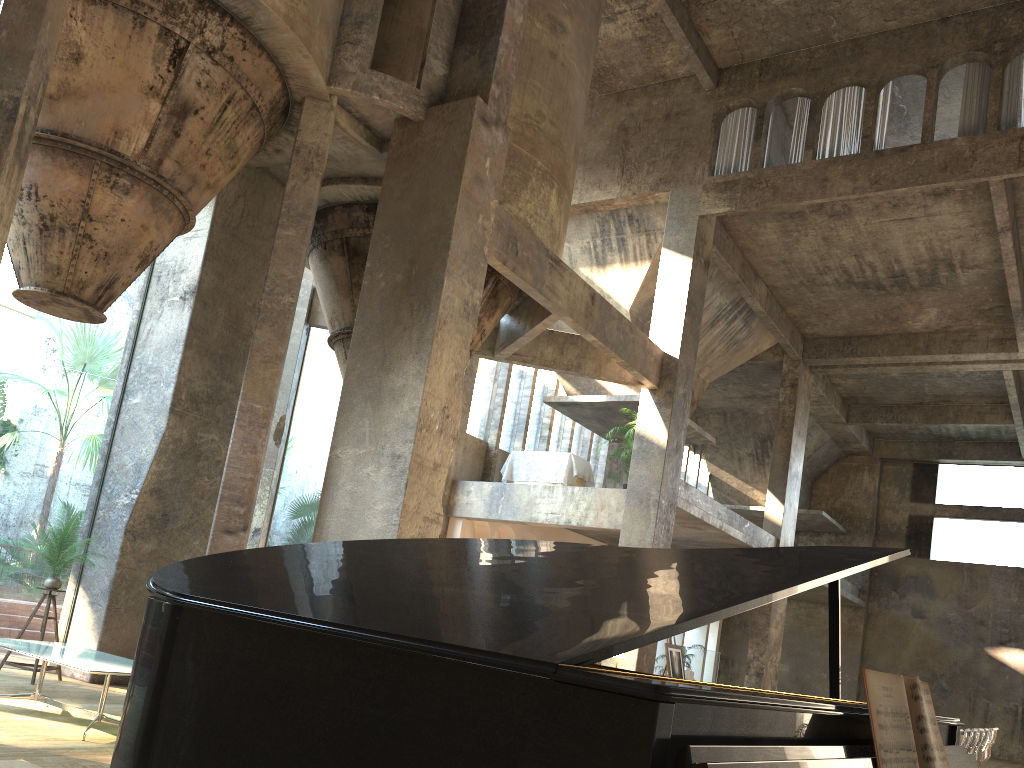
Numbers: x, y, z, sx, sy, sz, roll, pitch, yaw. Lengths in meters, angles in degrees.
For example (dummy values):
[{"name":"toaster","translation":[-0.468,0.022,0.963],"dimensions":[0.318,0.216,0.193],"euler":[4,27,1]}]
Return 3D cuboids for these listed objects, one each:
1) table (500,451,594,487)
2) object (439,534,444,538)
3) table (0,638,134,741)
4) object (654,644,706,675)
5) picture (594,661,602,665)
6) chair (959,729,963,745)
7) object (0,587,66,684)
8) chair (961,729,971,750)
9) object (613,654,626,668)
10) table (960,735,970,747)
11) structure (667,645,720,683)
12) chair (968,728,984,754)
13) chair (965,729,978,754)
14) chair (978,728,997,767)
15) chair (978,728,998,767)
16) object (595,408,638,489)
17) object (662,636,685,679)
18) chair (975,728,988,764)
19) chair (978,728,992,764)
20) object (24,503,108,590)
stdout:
[{"name":"table","translation":[0.695,1.795,17.273],"dimensions":[1.746,0.784,1.145],"euler":[0,-16,34]},{"name":"object","translation":[-0.697,2.403,7.936],"dimensions":[0.712,2.099,0.689],"euler":[15,-10,-29]},{"name":"table","translation":[-3.645,2.515,7.259],"dimensions":[1.868,0.534,0.966],"euler":[-1,-17,34]},{"name":"object","translation":[4.553,7.986,24.179],"dimensions":[1.400,1.772,1.389],"euler":[0,-15,40]},{"name":"picture","translation":[2.464,6.799,23.045],"dimensions":[0.069,1.732,1.542],"euler":[4,-13,34]},{"name":"chair","translation":[3.131,5.024,13.032],"dimensions":[12.930,1.009,32.343],"euler":[-1,-19,33]},{"name":"object","translation":[-4.988,2.700,9.463],"dimensions":[0.656,0.951,0.586],"euler":[4,-12,28]},{"name":"chair","translation":[5.964,5.245,12.184],"dimensions":[0.698,1.003,0.682],"euler":[1,-14,37]},{"name":"object","translation":[1.477,4.787,13.641],"dimensions":[0.569,1.269,0.675],"euler":[3,-12,34]},{"name":"table","translation":[6.533,6.066,14.288],"dimensions":[1.598,0.742,7.920],"euler":[0,-18,33]},{"name":"structure","translation":[2.967,5.185,14.668],"dimensions":[0.592,1.513,0.762],"euler":[3,-12,34]},{"name":"chair","translation":[6.931,5.825,13.676],"dimensions":[0.699,1.003,0.681],"euler":[0,-15,42]},{"name":"chair","translation":[6.453,5.538,12.938],"dimensions":[0.698,1.003,0.682],"euler":[0,-14,39]},{"name":"chair","translation":[8.349,6.678,15.870],"dimensions":[0.699,1.003,0.681],"euler":[0,-15,42]},{"name":"chair","translation":[8.787,6.954,16.595],"dimensions":[0.698,1.003,0.682],"euler":[0,-14,39]},{"name":"object","translation":[2.349,1.246,16.191],"dimensions":[1.400,1.769,1.389],"euler":[0,-15,40]},{"name":"object","translation":[2.552,4.640,13.964],"dimensions":[0.682,2.099,0.719],"euler":[3,-11,33]},{"name":"chair","translation":[7.403,6.106,14.397],"dimensions":[0.698,1.003,0.682],"euler":[0,-14,39]},{"name":"chair","translation":[7.892,6.404,15.168],"dimensions":[0.697,1.003,0.683],"euler":[2,-13,34]},{"name":"object","translation":[-4.803,1.783,9.547],"dimensions":[0.874,0.919,0.692],"euler":[18,-14,-34]}]
